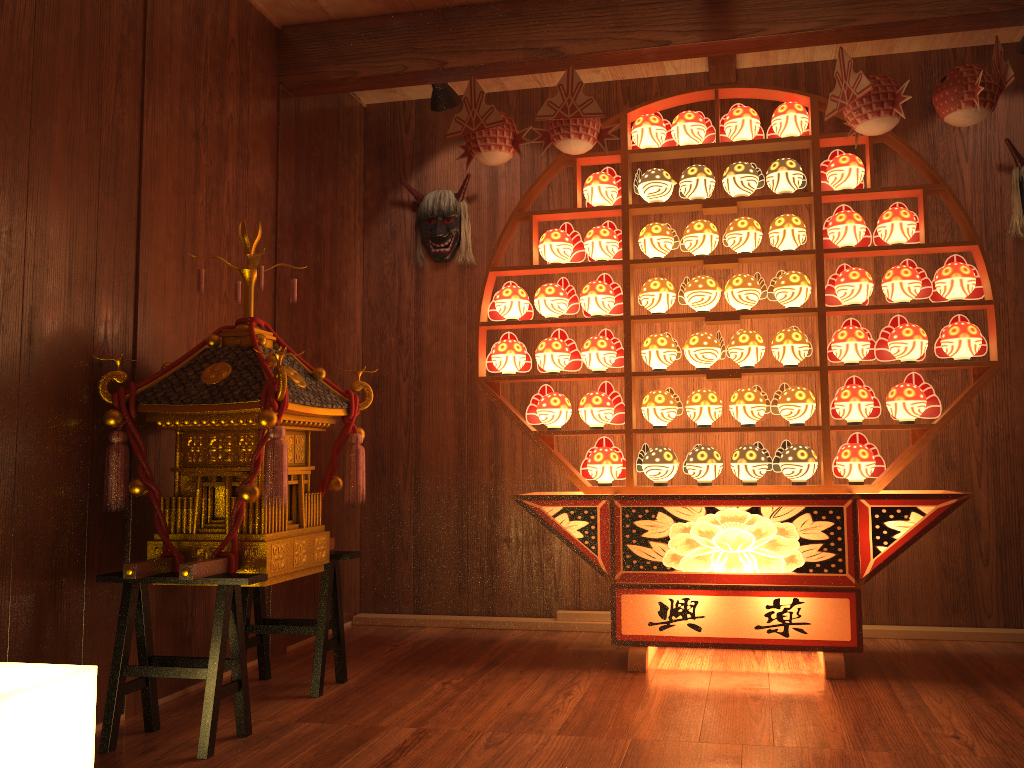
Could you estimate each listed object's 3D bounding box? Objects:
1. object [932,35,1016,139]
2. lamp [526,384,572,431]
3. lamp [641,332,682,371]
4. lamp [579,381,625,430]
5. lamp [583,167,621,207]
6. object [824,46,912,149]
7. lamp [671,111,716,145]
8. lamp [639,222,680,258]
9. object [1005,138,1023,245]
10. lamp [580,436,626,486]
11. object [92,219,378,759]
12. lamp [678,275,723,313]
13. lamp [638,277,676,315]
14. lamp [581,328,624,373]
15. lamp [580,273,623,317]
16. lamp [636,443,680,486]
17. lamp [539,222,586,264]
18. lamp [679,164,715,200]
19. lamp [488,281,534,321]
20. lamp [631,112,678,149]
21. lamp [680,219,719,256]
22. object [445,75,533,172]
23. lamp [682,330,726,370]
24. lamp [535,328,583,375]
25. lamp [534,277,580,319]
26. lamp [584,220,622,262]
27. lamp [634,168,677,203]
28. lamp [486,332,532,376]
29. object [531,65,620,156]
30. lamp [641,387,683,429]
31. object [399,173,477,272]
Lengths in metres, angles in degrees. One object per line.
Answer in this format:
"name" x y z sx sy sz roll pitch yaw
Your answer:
"object" 1.575 -1.051 3.069 0.225 0.318 0.370 -1 -5 9
"lamp" 0.172 0.090 3.513 0.191 0.194 0.152 2 -6 -27
"lamp" 0.570 -0.129 3.446 0.135 0.167 0.162 -4 -6 33
"lamp" 0.327 0.082 3.475 0.193 0.200 0.162 -4 -6 38
"lamp" 0.352 -0.797 3.546 0.194 0.200 0.161 -3 -6 28
"object" 1.273 -1.030 3.128 0.244 0.314 0.360 0 -5 -9
"lamp" 0.693 -1.016 3.500 0.164 0.179 0.162 -5 -7 44
"lamp" 0.564 -0.567 3.487 0.134 0.167 0.162 -5 -7 43
"object" 2.255 -0.804 3.702 0.358 0.453 0.140 -1 -5 12
"lamp" 0.363 0.300 3.453 0.194 0.197 0.157 -1 -5 3
"object" -0.827 0.239 2.736 0.598 1.514 0.821 -2 -5 14
"lamp" 0.747 -0.350 3.433 0.151 0.161 0.144 -5 -7 43
"lamp" 0.573 -0.349 3.460 0.140 0.167 0.155 0 -5 -6
"lamp" 0.339 -0.134 3.492 0.177 0.192 0.161 -3 -6 28
"lamp" 0.336 -0.358 3.512 0.194 0.200 0.161 -3 -6 28
"lamp" 0.579 0.309 3.411 0.151 0.167 0.144 -5 -7 43
"lamp" 0.172 -0.572 3.567 0.193 0.200 0.162 -4 -6 38
"lamp" 0.728 -0.789 3.468 0.139 0.161 0.157 -1 -5 4
"lamp" 0.001 -0.341 3.580 0.191 0.187 0.155 0 -5 -7
"lamp" 0.544 -1.022 3.526 0.195 0.200 0.161 -3 -5 23
"lamp" 0.740 -0.570 3.449 0.140 0.161 0.155 0 -5 -6
"object" -0.081 -0.994 3.398 0.353 0.311 0.246 -4 -6 39
"lamp" 0.728 -0.130 3.421 0.159 0.161 0.137 1 -5 -12
"lamp" 0.160 -0.133 3.528 0.195 0.200 0.161 -3 -5 23
"lamp" 0.153 -0.348 3.551 0.175 0.191 0.162 -5 -7 43
"lamp" 0.353 -0.575 3.527 0.184 0.195 0.161 -3 -6 28
"lamp" 0.580 -0.787 3.511 0.152 0.167 0.143 -3 -6 28
"lamp" -0.013 -0.126 3.563 0.190 0.195 0.156 0 -5 -2
"object" 0.235 -1.013 3.342 0.343 0.306 0.218 -2 -5 13
"lamp" 0.567 0.091 3.430 0.134 0.167 0.162 -5 -7 43
"object" -0.345 -0.756 4.227 0.358 0.453 0.140 -1 -5 12
